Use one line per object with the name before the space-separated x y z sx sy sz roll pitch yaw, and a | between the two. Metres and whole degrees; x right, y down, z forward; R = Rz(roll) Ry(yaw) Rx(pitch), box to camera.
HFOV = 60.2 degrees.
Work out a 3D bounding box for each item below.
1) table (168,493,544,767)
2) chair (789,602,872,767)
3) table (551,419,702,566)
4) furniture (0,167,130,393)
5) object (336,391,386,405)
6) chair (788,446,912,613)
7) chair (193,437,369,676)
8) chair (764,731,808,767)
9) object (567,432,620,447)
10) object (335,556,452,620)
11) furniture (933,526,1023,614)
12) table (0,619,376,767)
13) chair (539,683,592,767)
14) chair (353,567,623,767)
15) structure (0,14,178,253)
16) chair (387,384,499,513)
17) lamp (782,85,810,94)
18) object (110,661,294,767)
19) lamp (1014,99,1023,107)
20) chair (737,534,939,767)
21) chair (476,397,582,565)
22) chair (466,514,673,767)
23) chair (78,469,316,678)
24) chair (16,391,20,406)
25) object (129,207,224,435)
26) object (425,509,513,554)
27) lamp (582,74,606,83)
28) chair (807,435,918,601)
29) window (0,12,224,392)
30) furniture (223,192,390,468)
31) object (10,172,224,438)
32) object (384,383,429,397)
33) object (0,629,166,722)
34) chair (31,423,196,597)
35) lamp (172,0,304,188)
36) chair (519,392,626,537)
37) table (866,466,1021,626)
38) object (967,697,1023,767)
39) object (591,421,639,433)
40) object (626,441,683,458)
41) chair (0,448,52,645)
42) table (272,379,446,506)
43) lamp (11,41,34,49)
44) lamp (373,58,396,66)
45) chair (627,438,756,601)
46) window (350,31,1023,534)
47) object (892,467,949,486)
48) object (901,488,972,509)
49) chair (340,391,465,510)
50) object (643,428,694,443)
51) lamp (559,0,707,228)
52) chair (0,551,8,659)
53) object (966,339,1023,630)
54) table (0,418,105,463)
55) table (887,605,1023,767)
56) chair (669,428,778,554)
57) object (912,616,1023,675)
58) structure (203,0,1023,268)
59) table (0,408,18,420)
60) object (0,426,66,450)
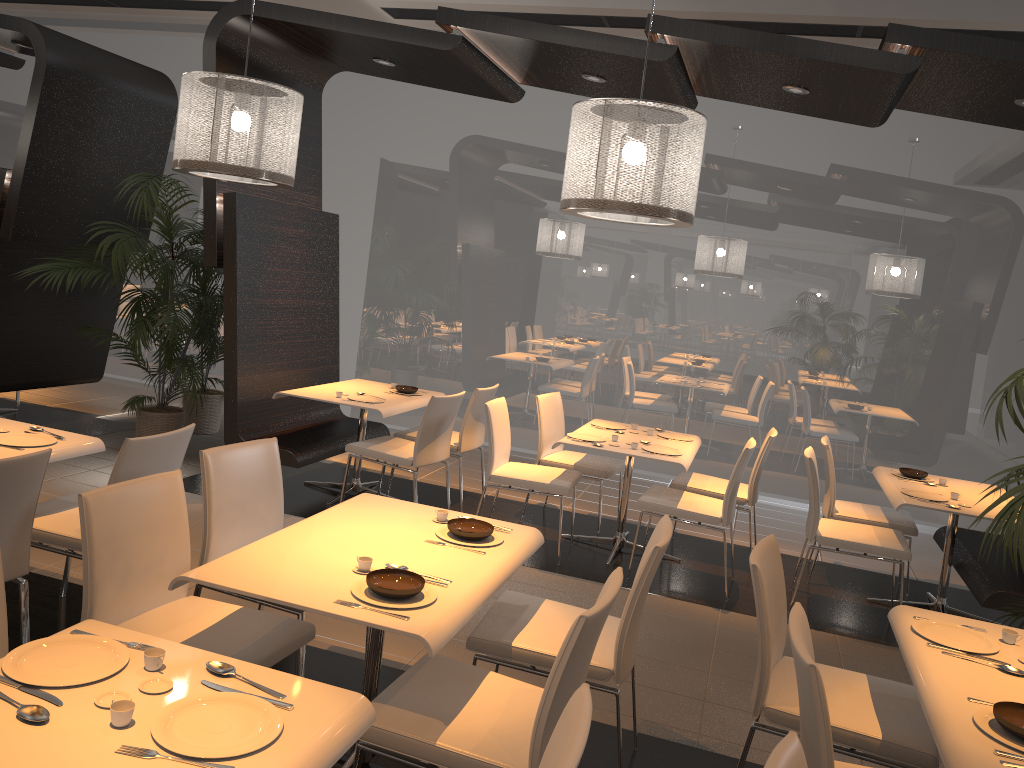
table | -0.333 0.914 2.868 1.056 0.723 1.150 9 6 16
chair | 0.932 1.084 2.156 0.607 0.871 0.485 8 4 13
table | 0.729 0.706 5.679 0.802 0.723 1.150 8 6 16
furniture | -3.788 -0.795 6.976 0.759 1.669 1.405 8 4 16
object | -1.004 0.078 5.903 0.335 0.038 0.379 8 7 5
chair | 1.910 0.861 5.004 0.607 0.871 0.484 8 4 18
chair | -0.879 0.706 3.390 0.608 0.866 0.484 9 4 23
chair | 0.633 1.138 1.378 0.608 0.866 0.484 9 4 23
object | 0.497 0.328 5.391 0.335 0.038 0.378 8 7 10
object | -0.352 0.565 2.528 0.304 0.044 0.366 9 7 15
furniture | 3.027 0.297 4.986 0.759 1.669 1.405 8 4 16
table | -0.865 1.017 1.465 0.802 0.723 1.150 8 6 16
chair | -0.216 1.004 1.630 0.607 0.871 0.485 8 4 13
chair | -0.066 0.925 2.423 0.607 0.866 0.484 8 4 18
structure | -5.864 -2.337 7.576 5.950 1.722 1.404 9 5 16
chair | -0.474 0.403 6.333 0.607 0.871 0.484 8 4 18
lamp | 1.725 -1.799 5.364 0.161 0.055 0.162 8 6 10
object | -0.604 0.631 1.751 0.335 0.038 0.379 8 7 5
lamp | 2.939 -1.605 5.010 0.161 0.055 0.162 8 6 10
chair | 1.019 1.014 2.820 0.608 0.871 0.484 9 4 23
chair | 0.098 0.574 5.508 0.607 0.871 0.485 8 4 13
chair | 0.197 0.879 3.068 0.607 0.866 0.485 8 4 13
chair | -0.992 0.777 2.709 0.607 0.871 0.484 8 4 18
chair | -4.608 -0.265 7.569 0.607 0.866 0.484 8 4 18
object | -2.474 -0.601 7.609 1.500 2.052 1.573 5 4 -22
object | -0.169 0.512 3.152 0.304 0.044 0.366 9 7 15
lamp | 0.530 -1.990 5.713 0.161 0.055 0.162 8 6 10
chair | 2.208 0.827 5.579 0.607 0.866 0.484 8 4 18
window | -5.189 -2.186 9.742 6.598 3.967 0.070 9 3 16
furniture | -1.401 -0.413 6.279 0.759 1.669 1.405 8 4 16
object | -2.569 -0.480 6.508 1.564 2.053 1.509 8 4 10
object | -0.785 0.038 6.436 0.304 0.044 0.366 9 7 15
object | -0.906 0.584 1.821 0.335 0.038 0.378 8 7 10
chair | -1.711 0.574 3.621 0.607 0.866 0.485 8 4 13
lamp | -1.374 -2.054 4.708 0.631 1.923 0.625 10 4 44
chair | 0.444 0.541 6.119 0.608 0.866 0.484 9 4 23
table | 2.537 0.996 5.144 0.802 0.723 1.150 8 6 16
object | 1.252 0.821 2.062 0.304 0.044 0.366 9 7 15
object | 0.695 0.283 5.966 0.335 0.038 0.378 8 7 10
object | 0.863 0.377 5.359 0.335 0.038 0.379 8 7 5
chair | -1.973 0.622 2.977 0.608 0.871 0.484 9 4 23
table | -1.066 0.417 6.215 0.802 0.723 1.150 8 6 16
lamp | -3.877 -2.696 7.000 0.161 0.055 0.162 8 6 10
lamp | -0.884 -2.244 6.126 0.160 0.054 0.160 10 7 21
chair | 1.077 0.727 5.238 0.607 0.866 0.484 8 4 18
window | 1.663 -1.088 7.741 6.598 3.967 0.070 9 3 16
object | 2.516 0.568 5.463 0.304 0.044 0.366 9 7 15
object | 2.336 0.620 4.872 0.335 0.038 0.378 8 7 10
chair | -0.694 0.445 5.735 0.608 0.866 0.484 9 4 23
object | 1.050 0.329 5.946 0.335 0.038 0.379 8 7 5
lamp | 0.653 -1.729 4.116 0.631 1.923 0.625 10 4 44
chair | -1.177 0.850 1.908 0.608 0.871 0.484 9 4 23
object | 2.723 0.532 3.605 1.512 2.052 1.560 9 5 29
table | -2.360 0.589 3.456 0.802 0.723 1.150 8 6 16
table | 1.445 1.200 2.333 0.802 0.723 1.150 8 6 16
chair | 1.374 0.696 5.812 0.607 0.871 0.484 8 4 18
object | 1.392 0.771 2.649 0.335 0.038 0.378 8 7 10
structure | 0.951 -1.245 5.585 5.950 1.722 1.404 9 5 16
table | -4.278 -0.095 7.134 0.802 0.723 1.150 8 6 16
object | -2.064 0.210 3.723 0.335 0.038 0.379 8 7 5
